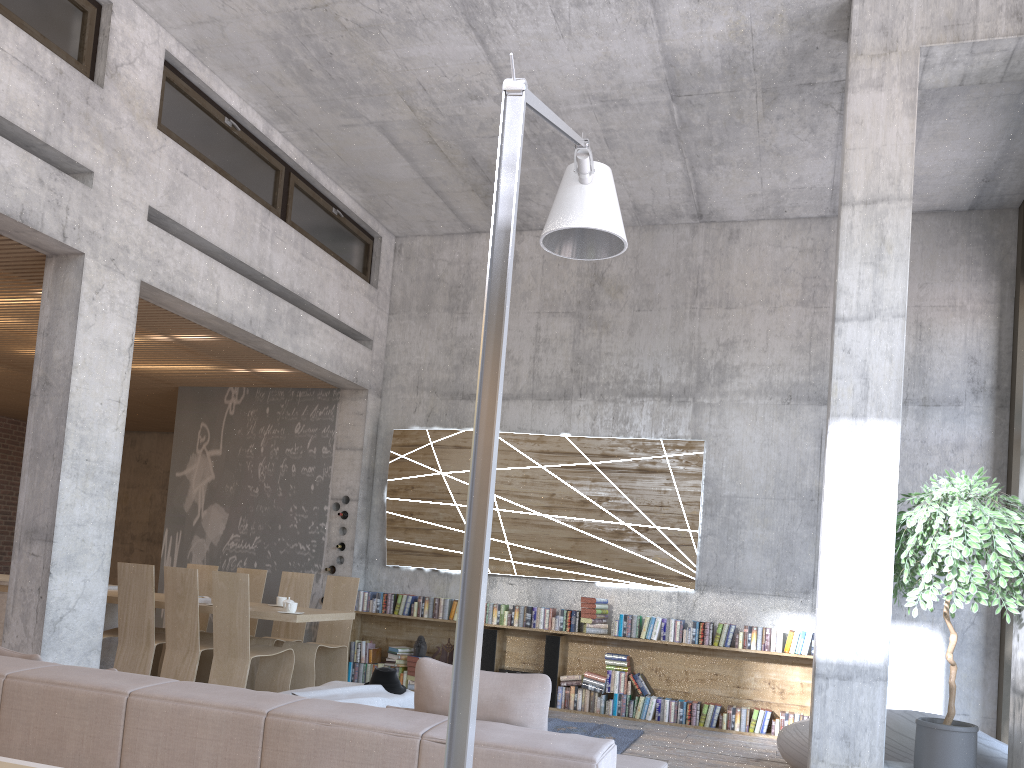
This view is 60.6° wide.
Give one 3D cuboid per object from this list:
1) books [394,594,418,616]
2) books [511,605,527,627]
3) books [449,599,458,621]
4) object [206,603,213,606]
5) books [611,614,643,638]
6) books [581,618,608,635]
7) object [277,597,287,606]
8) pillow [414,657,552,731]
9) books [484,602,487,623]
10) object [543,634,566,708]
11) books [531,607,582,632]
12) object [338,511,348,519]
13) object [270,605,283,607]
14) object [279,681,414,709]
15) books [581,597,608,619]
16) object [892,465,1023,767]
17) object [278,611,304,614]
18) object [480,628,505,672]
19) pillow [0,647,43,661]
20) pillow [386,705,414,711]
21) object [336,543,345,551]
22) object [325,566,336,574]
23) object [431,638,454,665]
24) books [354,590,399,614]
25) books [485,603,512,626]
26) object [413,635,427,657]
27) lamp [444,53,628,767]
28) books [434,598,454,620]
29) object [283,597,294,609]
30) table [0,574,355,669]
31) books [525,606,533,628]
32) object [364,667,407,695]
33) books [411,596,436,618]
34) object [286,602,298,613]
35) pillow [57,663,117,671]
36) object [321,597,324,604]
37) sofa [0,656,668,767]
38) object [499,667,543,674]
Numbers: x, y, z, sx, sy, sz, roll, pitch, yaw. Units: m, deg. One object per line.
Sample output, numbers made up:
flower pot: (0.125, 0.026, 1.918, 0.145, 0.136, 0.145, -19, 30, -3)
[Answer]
books: (-1.158, 2.409, 9.567, 0.199, 0.225, 0.193, 2, -8, 18)
books: (0.096, 2.431, 9.177, 0.155, 0.217, 0.208, 2, -8, 18)
books: (-0.520, 2.407, 9.326, 0.249, 0.225, 0.193, 2, -8, 18)
object: (-2.501, 1.889, 7.490, 0.185, 0.013, 0.189, 4, -12, 4)
books: (1.153, 2.422, 8.798, 0.278, 0.217, 0.213, 2, -8, 16)
books: (0.834, 2.448, 8.873, 0.287, 0.148, 0.224, 9, -11, -24)
object: (-2.118, 2.001, 8.053, 0.094, 0.087, 0.118, 7, -9, -17)
pillow: (-0.118, 1.365, 3.412, 0.562, 0.549, 0.224, 2, -6, 20)
books: (-0.332, 2.416, 9.264, 0.156, 0.217, 0.157, 2, -7, 18)
object: (0.428, 2.971, 9.048, 0.152, 0.749, 0.277, 3, -5, 18)
books: (0.463, 2.426, 9.031, 0.489, 0.217, 0.219, 1, -9, 18)
object: (-1.846, 1.462, 9.760, 0.090, 0.089, 0.342, 2, -12, 18)
object: (-2.115, 2.038, 8.044, 0.185, 0.013, 0.189, 0, -13, 21)
object: (-0.971, 2.300, 5.987, 1.045, 0.494, 1.626, -3, -14, 36)
books: (0.835, 2.271, 8.882, 0.189, 0.207, 0.250, -2, -11, 39)
object: (2.693, 1.427, 5.319, 1.004, 1.837, 0.978, 6, -6, -16)
object: (-1.822, 1.887, 7.229, 0.185, 0.013, 0.189, 4, -12, 4)
object: (-0.219, 2.965, 9.256, 0.152, 0.749, 0.277, 3, -5, 18)
pillow: (-2.270, 1.396, 4.061, 0.362, 0.361, 0.191, 1, -6, 23)
pillow: (-0.341, 1.488, 3.584, 0.377, 0.367, 0.171, 6, -5, -9)
object: (-1.862, 1.818, 9.774, 0.093, 0.092, 0.354, 2, -12, 18)
object: (-1.982, 2.066, 9.750, 0.095, 0.093, 0.345, 2, -12, 18)
object: (-0.704, 3.007, 9.410, 0.346, 0.561, 0.197, 7, -5, -22)
books: (-1.500, 2.405, 9.663, 0.489, 0.217, 0.219, 1, -9, 18)
books: (-0.125, 2.419, 9.199, 0.276, 0.217, 0.173, 1, -8, 19)
object: (-0.982, 2.807, 9.393, 0.145, 0.226, 0.138, 3, -6, 15)
lamp: (0.007, 0.351, 3.284, 0.755, 3.373, 2.674, 4, -7, 6)
books: (-0.727, 2.406, 9.393, 0.156, 0.217, 0.193, 2, -8, 18)
object: (-1.988, 1.951, 7.805, 0.089, 0.110, 0.125, 3, -8, 9)
table: (-4.077, 2.368, 8.295, 5.178, 0.910, 1.032, 1, -9, 18)
books: (0.194, 2.429, 9.138, 0.055, 0.217, 0.193, 3, -7, 18)
object: (-0.886, 2.077, 6.161, 0.301, 0.166, 0.304, 4, -10, 6)
books: (-0.926, 2.410, 9.483, 0.278, 0.217, 0.213, 2, -8, 16)
object: (-1.812, 1.843, 7.220, 0.094, 0.087, 0.118, 9, -10, -28)
pillow: (-1.893, 1.440, 3.958, 0.370, 0.354, 0.190, 2, -6, 18)
object: (-2.014, 2.421, 9.815, 0.090, 0.088, 0.342, 2, -12, 18)
sofa: (-0.715, 1.907, 4.687, 2.992, 0.773, 3.076, 1, -12, 18)
object: (0.106, 3.055, 9.119, 0.439, 0.158, 0.310, 1, -11, 18)
